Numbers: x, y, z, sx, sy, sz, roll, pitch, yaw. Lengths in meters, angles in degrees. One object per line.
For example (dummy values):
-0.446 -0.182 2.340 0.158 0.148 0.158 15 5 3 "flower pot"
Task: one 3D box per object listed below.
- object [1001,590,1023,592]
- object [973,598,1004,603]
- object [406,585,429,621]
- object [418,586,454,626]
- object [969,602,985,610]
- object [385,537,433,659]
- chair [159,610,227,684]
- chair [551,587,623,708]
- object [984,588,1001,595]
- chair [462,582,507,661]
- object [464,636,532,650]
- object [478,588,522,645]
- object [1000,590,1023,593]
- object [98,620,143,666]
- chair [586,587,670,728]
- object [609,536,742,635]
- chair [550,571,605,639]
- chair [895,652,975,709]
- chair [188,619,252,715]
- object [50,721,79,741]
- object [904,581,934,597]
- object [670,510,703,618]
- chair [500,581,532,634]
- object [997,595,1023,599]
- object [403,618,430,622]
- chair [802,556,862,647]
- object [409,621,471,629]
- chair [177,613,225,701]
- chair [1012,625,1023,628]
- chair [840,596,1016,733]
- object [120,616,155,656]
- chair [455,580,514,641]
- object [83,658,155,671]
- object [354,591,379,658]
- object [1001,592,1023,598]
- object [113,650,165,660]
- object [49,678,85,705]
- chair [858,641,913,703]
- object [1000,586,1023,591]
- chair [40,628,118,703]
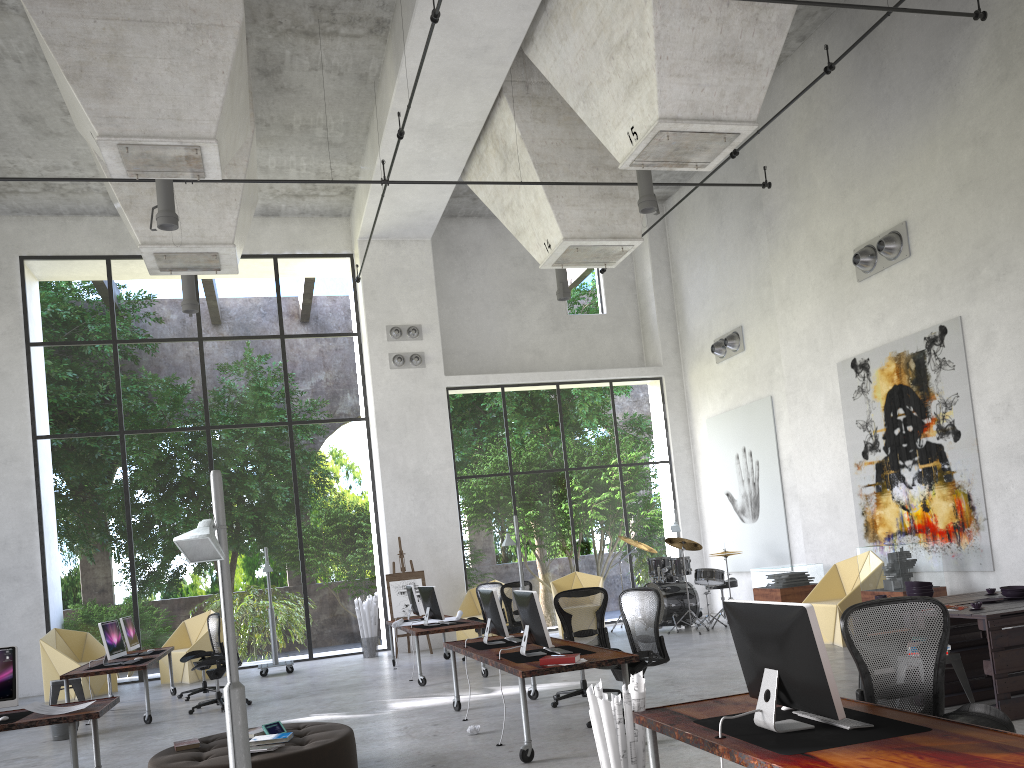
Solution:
4.257 1.751 7.419 0.227 0.062 0.233 -2 -11 -20 "object"
3.993 1.816 7.356 0.233 0.019 0.239 -2 -12 -20 "object"
-1.473 3.441 13.855 0.376 0.546 0.727 -4 -8 -14 "object"
-1.065 3.109 12.361 0.376 0.547 0.727 -3 -8 -24 "object"
3.658 1.752 6.934 0.116 0.055 0.140 2 -13 -40 "object"
-1.886 3.791 15.755 0.692 2.124 0.693 -5 -4 -15 "object"
-5.524 4.552 15.236 0.988 1.158 0.938 -10 -7 29 "chair"
0.675 2.718 9.159 0.768 1.173 0.804 -2 -7 -32 "chair"
4.365 1.883 7.981 0.137 0.055 0.118 -6 -10 0 "object"
-0.414 3.765 13.975 0.776 1.173 0.797 -8 -6 23 "chair"
-0.082 2.612 8.853 0.685 0.008 0.864 -3 -11 -14 "object"
-0.114 2.333 8.869 0.376 0.546 0.727 -4 -8 -14 "object"
4.256 1.764 7.415 0.228 0.062 0.232 -2 -11 -20 "object"
-5.010 3.290 11.207 0.376 0.546 0.727 -5 -8 -10 "object"
1.035 2.403 7.726 0.780 1.173 0.792 -11 -8 43 "chair"
3.061 3.456 15.658 1.876 1.724 3.023 -1 -10 -31 "object"
1.219 3.998 15.950 0.980 1.158 0.946 -6 -6 4 "chair"
3.254 2.340 6.800 0.436 0.484 0.427 -3 -7 -21 "chair"
-3.831 3.610 11.372 0.790 1.173 0.782 -3 -6 -27 "chair"
-5.225 3.980 10.252 0.294 0.295 0.404 -3 -9 -22 "object"
3.627 1.850 7.811 0.213 0.212 0.196 -4 -7 -15 "object"
3.309 3.524 17.182 0.582 2.132 0.598 -7 -4 19 "object"
-0.021 3.616 13.414 0.801 1.173 0.771 -10 -7 38 "chair"
4.261 1.799 7.415 0.295 0.024 0.300 3 -14 -38 "object"
-1.441 3.720 13.839 0.685 0.008 0.864 -3 -11 -14 "object"
4.435 2.823 11.602 0.931 1.157 0.995 -4 -7 -17 "chair"
-1.033 3.388 12.345 0.685 0.008 0.864 -1 -12 -24 "object"
-4.503 3.961 12.822 0.779 1.173 0.793 -10 -7 38 "chair"
5.145 2.279 8.298 0.770 0.811 0.705 -2 -8 -31 "chair"
2.023 1.609 4.161 0.768 1.173 0.805 -3 -6 -27 "chair"
-5.374 3.588 12.548 0.376 0.546 0.727 -4 -8 -14 "object"
-0.497 4.191 16.036 0.989 1.158 0.937 -10 -8 33 "chair"
-4.978 3.568 11.190 0.686 0.008 0.864 -4 -11 -9 "object"
-2.615 4.404 16.035 0.411 1.198 0.446 -3 -5 -38 "object"
4.257 1.779 7.416 0.231 0.046 0.230 -13 -13 33 "object"
-5.341 3.866 12.532 0.685 0.008 0.864 -3 -11 -14 "object"
-6.015 4.262 11.872 0.474 0.527 0.464 -2 -8 -31 "object"
3.212 2.506 7.635 0.422 0.484 0.440 -8 -7 19 "chair"
4.252 1.741 7.424 0.228 0.057 0.233 -3 -11 -16 "object"
-7.119 4.551 14.390 0.940 1.158 0.987 -8 -7 20 "chair"
